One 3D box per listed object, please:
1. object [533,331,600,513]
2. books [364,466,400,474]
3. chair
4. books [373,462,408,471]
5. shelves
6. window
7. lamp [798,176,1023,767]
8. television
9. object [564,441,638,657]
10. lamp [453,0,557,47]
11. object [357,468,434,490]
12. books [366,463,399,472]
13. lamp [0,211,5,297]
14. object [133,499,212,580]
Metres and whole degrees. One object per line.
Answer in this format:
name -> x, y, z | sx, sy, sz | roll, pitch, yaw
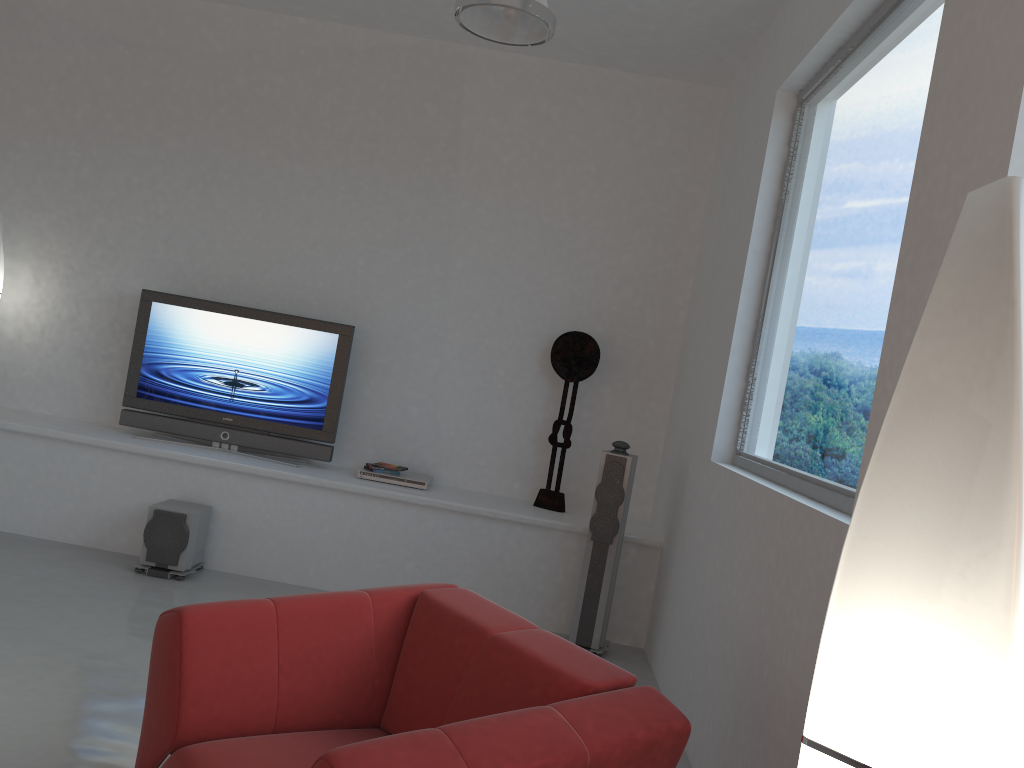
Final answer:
object -> 0.331, 0.228, 5.567 | 0.331, 1.130, 0.108 | 10, 1, 26
books -> -0.816, 0.540, 5.567 | 0.190, 0.015, 0.135 | 10, 1, -34
chair -> -0.336, 1.006, 2.285 | 0.951, 0.738, 1.288 | 10, 1, -39
books -> -0.761, 0.519, 5.564 | 0.190, 0.015, 0.135 | 10, 1, 11
shelves -> -1.825, 0.447, 5.502 | 5.500, 0.050, 0.650 | 10, 1, 1
window -> 1.231, -0.484, 3.048 | 0.100, 1.800, 2.400 | 10, 1, 1
lamp -> 0.494, 0.636, 1.119 | 0.313, 1.779, 0.313 | 10, 1, -7
television -> -1.743, -0.031, 5.613 | 1.356, 0.919, 0.343 | 10, 1, 1
object -> 0.516, 0.900, 4.957 | 0.255, 1.184, 0.273 | 10, 1, 16
lamp -> 0.040, -1.717, 3.274 | 0.379, 0.800, 0.379 | 11, 1, 41
object -> -0.727, 0.585, 5.592 | 0.430, 0.045, 0.352 | 10, 1, 1
books -> -0.813, 0.525, 5.570 | 0.190, 0.015, 0.135 | 10, 1, -19
lamp -> -3.353, -0.478, 5.565 | 0.263, 1.239, 0.263 | 10, 1, -7
object -> -1.917, 0.881, 5.046 | 0.336, 0.374, 0.337 | 10, 1, 1
